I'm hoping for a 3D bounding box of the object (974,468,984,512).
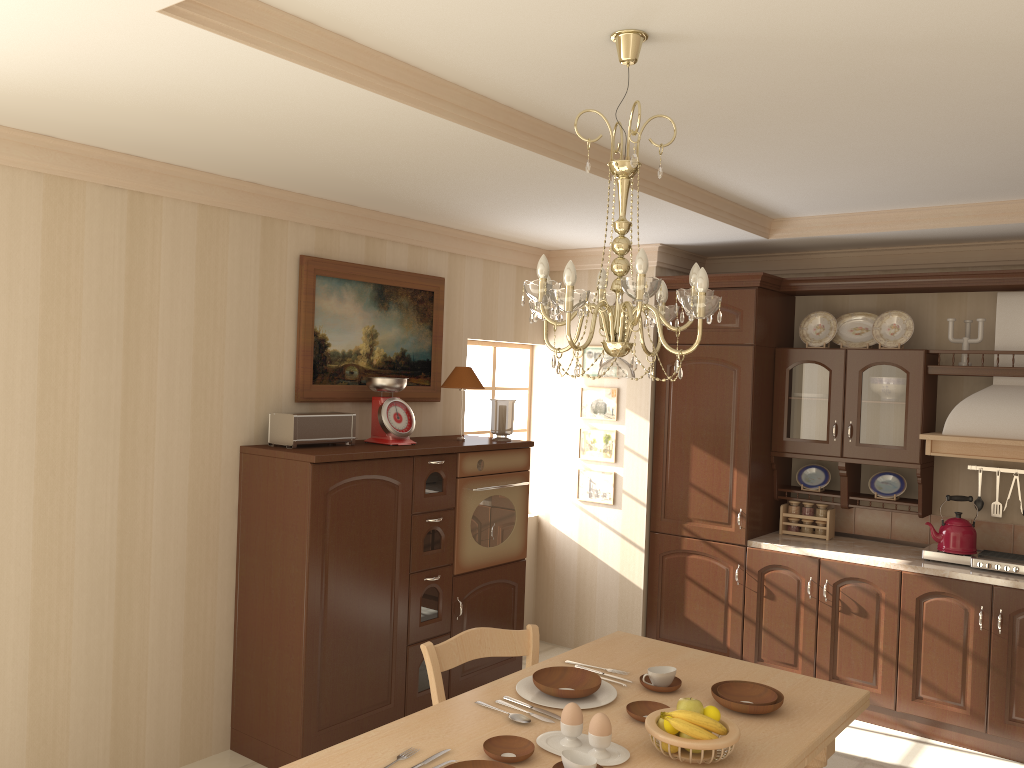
[{"bbox_3d":[2.482,0.562,4.707,0.048,0.231,0.015,3,1,39],"label":"object"}]

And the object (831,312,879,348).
[{"bbox_3d":[1.949,-0.306,5.002,0.342,0.209,0.073,3,1,39],"label":"object"}]

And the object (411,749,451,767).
[{"bbox_3d":[-0.212,0.900,2.103,0.018,0.008,0.212,3,1,32],"label":"object"}]

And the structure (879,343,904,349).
[{"bbox_3d":[2.069,-0.251,4.833,0.110,0.126,0.080,3,1,38],"label":"structure"}]

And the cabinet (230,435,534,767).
[{"bbox_3d":[-0.551,0.966,4.354,0.538,1.349,1.513,3,1,38],"label":"cabinet"}]

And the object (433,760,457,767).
[{"bbox_3d":[-0.204,0.902,2.048,0.022,0.008,0.218,3,1,40],"label":"object"}]

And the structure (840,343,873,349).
[{"bbox_3d":[1.943,-0.257,5.000,0.154,0.126,0.080,3,1,38],"label":"structure"}]

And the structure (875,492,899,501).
[{"bbox_3d":[2.070,0.571,4.890,0.110,0.126,0.080,3,1,38],"label":"structure"}]

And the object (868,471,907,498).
[{"bbox_3d":[2.072,0.554,4.895,0.202,0.143,0.071,3,1,36],"label":"object"}]

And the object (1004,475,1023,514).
[{"bbox_3d":[2.610,0.573,4.611,0.089,0.195,0.005,3,1,38],"label":"object"}]

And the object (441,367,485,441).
[{"bbox_3d":[-0.262,0.103,4.670,0.235,0.388,0.237,2,1,-40],"label":"object"}]

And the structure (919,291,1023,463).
[{"bbox_3d":[2.515,-0.046,4.443,0.753,0.845,0.455,3,1,38],"label":"structure"}]

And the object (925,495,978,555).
[{"bbox_3d":[2.238,0.704,4.477,0.227,0.282,0.181,2,1,-29],"label":"object"}]

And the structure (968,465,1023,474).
[{"bbox_3d":[2.610,0.454,4.622,0.422,0.020,0.008,3,1,38],"label":"structure"}]

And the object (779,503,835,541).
[{"bbox_3d":[1.707,0.793,5.124,0.276,0.170,0.140,3,1,33],"label":"object"}]

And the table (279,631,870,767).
[{"bbox_3d":[0.256,1.305,2.392,0.900,0.774,1.567,3,1,38],"label":"table"}]

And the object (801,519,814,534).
[{"bbox_3d":[1.707,0.821,5.122,0.068,0.088,0.068,2,1,-36],"label":"object"}]

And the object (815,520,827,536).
[{"bbox_3d":[1.772,0.824,5.080,0.068,0.088,0.068,2,1,-36],"label":"object"}]

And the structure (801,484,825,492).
[{"bbox_3d":[1.747,0.556,5.143,0.110,0.126,0.080,3,1,38],"label":"structure"}]

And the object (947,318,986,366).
[{"bbox_3d":[2.361,-0.217,4.649,0.163,0.248,0.174,2,1,0],"label":"object"}]

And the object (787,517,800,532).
[{"bbox_3d":[1.641,0.818,5.165,0.068,0.088,0.068,2,1,-36],"label":"object"}]

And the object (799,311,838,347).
[{"bbox_3d":[1.754,-0.316,5.081,0.220,0.210,0.068,3,1,36],"label":"object"}]

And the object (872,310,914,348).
[{"bbox_3d":[2.075,-0.301,4.833,0.220,0.210,0.068,3,1,36],"label":"object"}]

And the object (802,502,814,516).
[{"bbox_3d":[1.710,0.721,5.121,0.068,0.088,0.068,2,1,-36],"label":"object"}]

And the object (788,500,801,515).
[{"bbox_3d":[1.645,0.718,5.164,0.068,0.088,0.068,2,1,-36],"label":"object"}]

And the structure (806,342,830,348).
[{"bbox_3d":[1.752,-0.265,5.077,0.110,0.126,0.080,3,1,38],"label":"structure"}]

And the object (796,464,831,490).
[{"bbox_3d":[1.748,0.539,5.147,0.202,0.143,0.071,3,1,36],"label":"object"}]

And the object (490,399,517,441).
[{"bbox_3d":[-0.052,0.194,4.775,0.144,0.220,0.144,2,1,21],"label":"object"}]

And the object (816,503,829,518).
[{"bbox_3d":[1.776,0.724,5.078,0.068,0.088,0.068,2,1,-36],"label":"object"}]

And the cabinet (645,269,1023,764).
[{"bbox_3d":[1.735,0.575,3.813,3.226,2.313,2.436,3,1,38],"label":"cabinet"}]

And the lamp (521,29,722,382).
[{"bbox_3d":[0.291,-0.500,2.314,0.501,0.982,0.502,2,1,7],"label":"lamp"}]

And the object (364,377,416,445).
[{"bbox_3d":[-0.601,0.128,4.314,0.263,0.317,0.218,3,1,41],"label":"object"}]

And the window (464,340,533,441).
[{"bbox_3d":[-0.137,0.291,5.487,0.050,1.100,0.765,3,1,38],"label":"window"}]

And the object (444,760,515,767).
[{"bbox_3d":[-0.068,0.888,1.942,0.204,0.042,0.204,2,1,8],"label":"object"}]

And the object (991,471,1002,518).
[{"bbox_3d":[2.549,0.577,4.658,0.051,0.245,0.003,3,1,38],"label":"object"}]

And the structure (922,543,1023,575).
[{"bbox_3d":[2.429,0.876,4.385,0.710,0.054,0.325,3,1,38],"label":"structure"}]
